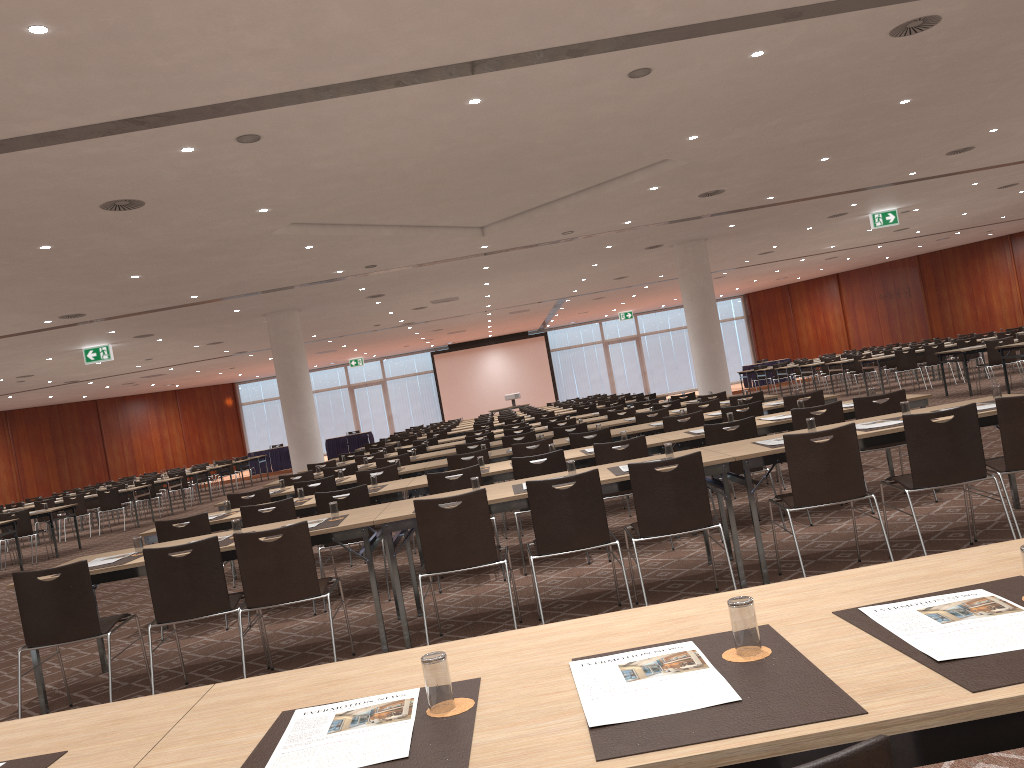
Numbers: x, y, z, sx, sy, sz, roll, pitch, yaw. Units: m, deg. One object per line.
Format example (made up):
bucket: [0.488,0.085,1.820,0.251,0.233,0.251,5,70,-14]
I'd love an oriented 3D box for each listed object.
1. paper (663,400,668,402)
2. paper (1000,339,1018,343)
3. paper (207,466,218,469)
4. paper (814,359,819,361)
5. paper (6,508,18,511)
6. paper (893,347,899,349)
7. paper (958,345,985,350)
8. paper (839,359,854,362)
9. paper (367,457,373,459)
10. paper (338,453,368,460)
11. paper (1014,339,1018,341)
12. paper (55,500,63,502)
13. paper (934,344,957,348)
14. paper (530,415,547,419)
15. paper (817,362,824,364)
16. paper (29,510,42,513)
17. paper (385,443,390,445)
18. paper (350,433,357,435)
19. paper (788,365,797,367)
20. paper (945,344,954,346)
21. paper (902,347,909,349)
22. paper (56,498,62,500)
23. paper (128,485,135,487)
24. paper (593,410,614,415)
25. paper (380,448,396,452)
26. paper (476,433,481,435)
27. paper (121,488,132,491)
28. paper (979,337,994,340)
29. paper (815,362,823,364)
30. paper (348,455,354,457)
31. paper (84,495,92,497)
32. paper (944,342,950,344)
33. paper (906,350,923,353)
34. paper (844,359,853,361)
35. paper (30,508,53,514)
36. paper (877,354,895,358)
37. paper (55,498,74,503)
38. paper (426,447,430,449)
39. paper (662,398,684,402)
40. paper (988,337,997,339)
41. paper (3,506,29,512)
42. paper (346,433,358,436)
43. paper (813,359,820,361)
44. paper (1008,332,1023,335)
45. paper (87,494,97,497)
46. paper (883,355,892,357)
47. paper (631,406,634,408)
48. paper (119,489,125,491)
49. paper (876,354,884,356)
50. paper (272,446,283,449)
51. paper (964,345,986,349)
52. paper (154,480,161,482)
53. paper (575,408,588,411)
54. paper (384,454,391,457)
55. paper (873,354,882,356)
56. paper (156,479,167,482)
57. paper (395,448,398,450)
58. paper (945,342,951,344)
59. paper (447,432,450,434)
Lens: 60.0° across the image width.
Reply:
paper: [2.875,0.288,15.912,0.283,0.006,0.398,-10,-1,-3]
paper: [8.985,-0.778,16.062,0.283,0.006,0.398,-10,-1,-3]
paper: [-8.619,2.390,25.124,0.460,0.003,0.565,-10,-1,-2]
paper: [9.450,-0.743,27.496,0.460,0.003,0.565,-10,-1,1]
paper: [-10.804,2.709,19.129,0.283,0.006,0.398,-10,-1,-1]
paper: [11.093,-1.049,25.531,0.460,0.003,0.565,-10,-1,-2]
paper: [8.388,-0.670,15.981,0.460,0.003,0.565,-10,-1,1]
paper: [8.262,-0.595,21.465,0.460,0.003,0.565,-10,-1,-4]
paper: [-2.215,1.156,13.827,0.283,0.006,0.398,-10,-1,-1]
paper: [-2.816,1.284,15.734,0.460,0.003,0.565,-10,-1,0]
paper: [9.050,-0.786,15.981,0.460,0.003,0.565,-10,-1,0]
paper: [-9.831,2.540,19.190,0.283,0.006,0.398,-10,-1,-2]
paper: [9.624,-0.852,19.519,0.460,0.003,0.565,-10,-1,0]
paper: [0.619,0.719,19.305,0.460,0.003,0.565,-10,-1,0]
paper: [8.252,-0.573,23.473,0.460,0.003,0.565,-10,-1,0]
paper: [-8.495,2.272,15.677,0.283,0.006,0.398,-10,-1,-2]
paper: [-2.865,1.327,19.235,0.460,0.003,0.565,-10,-1,-2]
paper: [-5.869,1.851,32.686,0.283,0.006,0.398,-10,-1,-1]
paper: [8.181,-0.541,25.457,0.460,0.003,0.565,-10,-1,-3]
paper: [9.529,-0.839,19.541,0.283,0.006,0.398,-10,-1,-1]
paper: [10.421,-0.955,23.584,0.283,0.006,0.398,-10,-1,0]
paper: [-10.761,2.725,21.107,0.460,0.003,0.565,-10,-1,0]
paper: [-9.166,2.446,21.113,0.460,0.003,0.565,-10,-1,-1]
paper: [1.664,0.503,15.843,0.460,0.003,0.565,-10,-1,0]
paper: [-2.217,1.176,15.813,0.283,0.006,0.398,-10,-1,-1]
paper: [-0.641,0.901,15.852,0.283,0.006,0.398,-10,-1,-1]
paper: [-8.499,2.310,19.139,0.460,0.003,0.565,-10,-1,0]
paper: [10.501,-1.008,19.603,0.283,0.006,0.398,-10,-1,-2]
paper: [8.174,-0.563,23.543,0.283,0.006,0.398,-10,-1,-2]
paper: [-2.855,1.288,15.839,0.283,0.006,0.398,-10,-1,-1]
paper: [-9.199,2.429,19.181,0.283,0.006,0.398,-10,-1,-3]
paper: [10.494,-0.987,21.595,0.283,0.006,0.398,-10,-1,-1]
paper: [8.977,-0.739,19.493,0.460,0.003,0.565,-10,-1,-4]
paper: [8.249,-0.595,21.563,0.283,0.006,0.398,-10,-1,0]
paper: [-8.435,2.265,15.648,0.460,0.003,0.565,-10,-1,-4]
paper: [8.329,-0.626,19.483,0.460,0.003,0.565,-10,-1,0]
paper: [-9.774,2.533,19.107,0.460,0.003,0.565,-10,-1,-4]
paper: [-1.510,1.037,13.766,0.460,0.003,0.565,-10,-1,-5]
paper: [2.913,0.285,15.877,0.460,0.003,0.565,-10,-1,0]
paper: [10.559,-1.015,19.520,0.460,0.003,0.565,-10,-1,-4]
paper: [-10.709,2.696,19.107,0.460,0.003,0.565,-10,-1,0]
paper: [-5.921,1.865,32.750,0.460,0.003,0.565,-10,-1,-1]
paper: [9.363,-0.731,27.555,0.283,0.006,0.398,-10,-1,-3]
paper: [11.134,-1.119,19.594,0.283,0.006,0.398,-10,-1,-3]
paper: [-9.139,2.422,19.137,0.460,0.003,0.565,-10,-1,-4]
paper: [8.268,-0.619,19.532,0.283,0.006,0.398,-10,-1,0]
paper: [2.221,0.402,15.928,0.283,0.006,0.398,-10,-1,1]
paper: [-8.564,2.318,19.194,0.283,0.006,0.398,-10,-1,-4]
paper: [8.912,-0.708,21.486,0.460,0.003,0.565,-10,-1,-3]
paper: [-8.722,2.353,32.693,0.460,0.003,0.565,-10,-1,-1]
paper: [8.316,-0.662,16.021,0.283,0.006,0.398,-10,-1,-2]
paper: [-8.610,2.346,21.196,0.283,0.006,0.398,-10,-1,-1]
paper: [1.529,0.557,19.410,0.283,0.006,0.398,-10,-1,1]
paper: [-2.126,1.144,13.767,0.460,0.003,0.565,-10,-1,-2]
paper: [8.876,-0.705,21.557,0.283,0.006,0.398,-10,-1,-4]
paper: [-8.525,2.335,21.131,0.460,0.003,0.565,-10,-1,2]
paper: [-2.196,1.176,15.767,0.460,0.003,0.565,-10,-1,-3]
paper: [10.529,-0.990,21.509,0.460,0.003,0.565,-10,-1,0]
paper: [-1.600,1.107,19.274,0.460,0.003,0.565,-10,-1,0]
